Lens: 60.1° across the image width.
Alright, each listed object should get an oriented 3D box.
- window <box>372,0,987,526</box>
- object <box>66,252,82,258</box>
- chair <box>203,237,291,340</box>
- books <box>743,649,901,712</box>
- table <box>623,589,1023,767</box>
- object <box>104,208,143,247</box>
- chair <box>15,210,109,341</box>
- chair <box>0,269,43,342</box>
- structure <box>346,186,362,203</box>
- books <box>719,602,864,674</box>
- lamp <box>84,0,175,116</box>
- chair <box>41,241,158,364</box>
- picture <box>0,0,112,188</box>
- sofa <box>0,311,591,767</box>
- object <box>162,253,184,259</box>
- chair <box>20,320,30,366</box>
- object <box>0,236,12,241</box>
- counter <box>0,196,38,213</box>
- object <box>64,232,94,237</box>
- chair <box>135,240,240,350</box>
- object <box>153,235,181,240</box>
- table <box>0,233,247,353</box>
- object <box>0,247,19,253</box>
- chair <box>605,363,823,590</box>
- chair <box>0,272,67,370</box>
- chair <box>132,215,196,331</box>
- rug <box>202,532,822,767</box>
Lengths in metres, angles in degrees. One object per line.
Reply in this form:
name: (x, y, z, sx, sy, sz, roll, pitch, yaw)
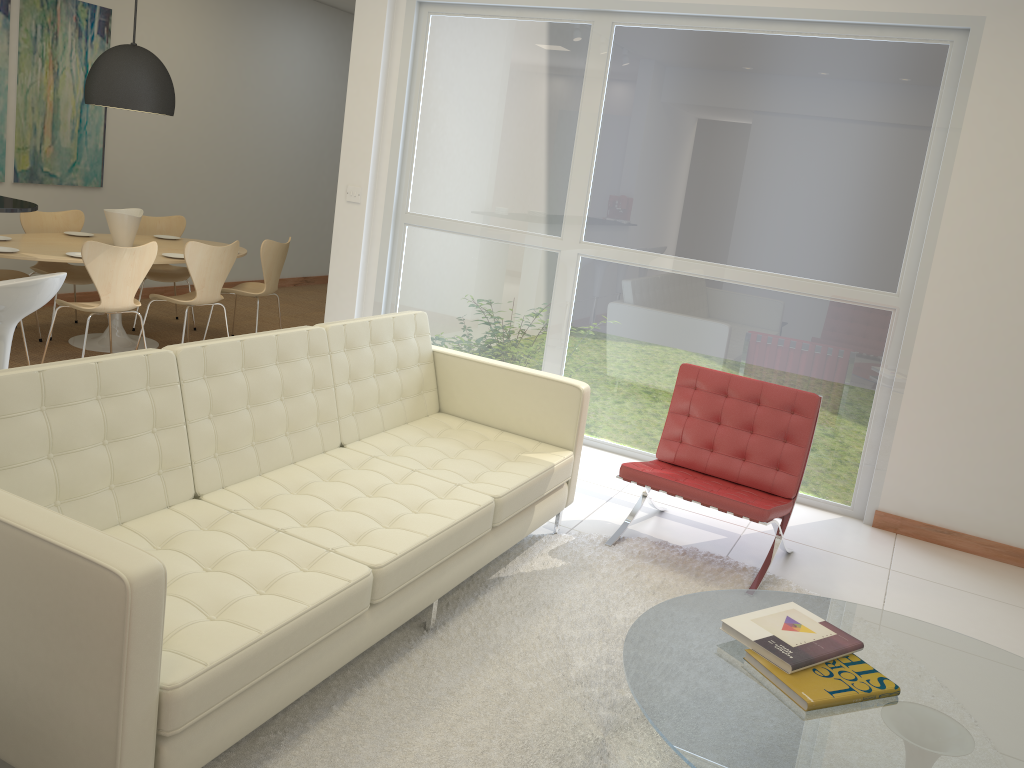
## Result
window: (0.679, -0.907, 5.405, 3.450, 2.686, 0.122, 14, 12, 25)
object: (-2.794, -0.836, 5.773, 0.210, 0.015, 0.212, -3, 17, -38)
chair: (-2.052, -0.726, 6.966, 0.516, 0.897, 0.526, 9, 11, 8)
books: (0.841, 0.788, 2.414, 0.323, 0.026, 0.259, 2, 15, -25)
table: (1.011, 1.060, 2.296, 1.544, 0.400, 1.329, 14, 14, 23)
object: (-2.836, -1.140, 6.456, 0.271, 0.277, 0.264, 1, 13, -29)
chair: (-3.381, -0.842, 6.686, 0.519, 0.897, 0.524, 14, 13, 28)
chair: (-3.592, -0.721, 6.057, 0.516, 0.897, 0.526, 9, 11, 4)
structure: (-1.085, -1.299, 6.061, 0.114, 0.103, 0.013, 13, 12, 25)
books: (0.804, 0.724, 2.545, 0.324, 0.026, 0.258, -2, 16, -35)
lamp: (-2.625, -2.674, 6.184, 0.597, 1.478, 0.597, 13, 12, 26)
chair: (-2.627, -0.496, 5.674, 0.519, 0.897, 0.523, 15, 13, 32)
picture: (-3.880, -2.320, 6.864, 0.020, 1.491, 1.749, 13, 13, 24)
sofa: (-0.661, 0.353, 3.169, 1.005, 0.912, 2.581, 13, 14, 24)
object: (-2.387, -0.910, 6.318, 0.210, 0.015, 0.213, 3, 14, -19)
chair: (-3.276, -0.503, 5.328, 0.522, 0.897, 0.520, 10, 11, 9)
object: (-3.507, -0.986, 5.992, 0.210, 0.015, 0.212, -4, 18, -42)
counter: (-2.934, -0.616, 2.751, 0.739, 0.019, 2.983, 14, 15, 24)
object: (-3.302, -1.140, 6.752, 0.212, 0.015, 0.210, 20, 18, 41)
chair: (-2.286, -0.600, 6.302, 0.518, 0.897, 0.524, 13, 12, 24)
object: (-2.840, -1.205, 7.288, 0.210, 0.015, 0.212, 8, 13, 3)
table: (-2.922, -0.656, 6.541, 1.286, 0.721, 2.276, 14, 14, 25)
object: (-3.211, -0.841, 5.553, 0.210, 0.015, 0.212, -4, 18, -42)
chair: (0.962, 0.398, 4.164, 0.704, 0.808, 0.710, 14, 13, 29)
chair: (-2.046, 0.040, 3.509, 0.465, 1.010, 0.461, 10, 11, 11)
chair: (-2.928, -0.935, 7.334, 0.521, 0.897, 0.521, -2, 14, -40)
rug: (0.279, 1.075, 2.674, 2.456, 0.004, 3.348, 14, 15, 25)
